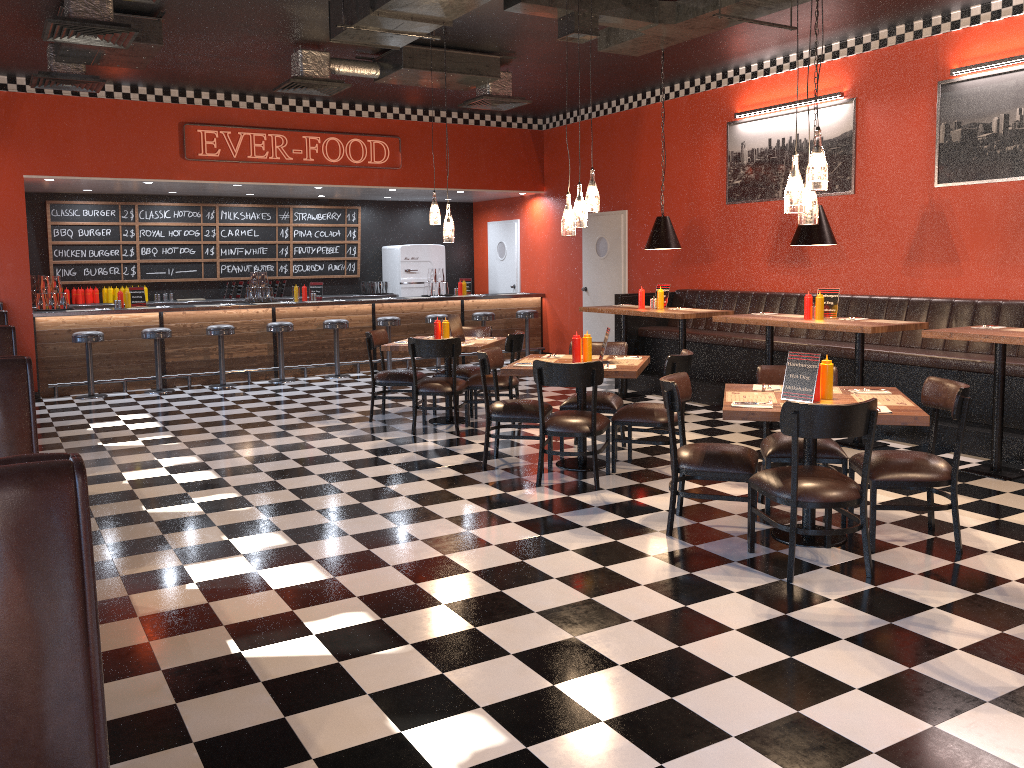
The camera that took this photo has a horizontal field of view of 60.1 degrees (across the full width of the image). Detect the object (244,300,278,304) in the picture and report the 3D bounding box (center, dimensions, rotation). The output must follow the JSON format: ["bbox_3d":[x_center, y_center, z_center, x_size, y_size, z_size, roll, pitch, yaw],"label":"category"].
[{"bbox_3d":[-3.422,-1.117,12.071,0.437,0.018,0.274,-6,9,-30],"label":"object"}]

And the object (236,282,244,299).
[{"bbox_3d":[-4.172,-1.438,13.568,0.072,0.256,0.189,-5,8,-35],"label":"object"}]

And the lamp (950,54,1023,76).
[{"bbox_3d":[4.258,-2.662,7.199,0.081,0.056,1.449,-5,9,-30],"label":"lamp"}]

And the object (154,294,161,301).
[{"bbox_3d":[-5.208,-1.283,13.007,0.093,0.135,0.047,0,6,4],"label":"object"}]

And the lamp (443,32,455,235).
[{"bbox_3d":[-0.615,-2.381,8.365,0.109,1.957,0.108,-6,8,-43],"label":"lamp"}]

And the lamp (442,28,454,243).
[{"bbox_3d":[-0.610,-2.305,8.248,0.108,1.957,0.109,1,6,16],"label":"lamp"}]

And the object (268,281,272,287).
[{"bbox_3d":[-3.787,-1.476,13.796,0.072,0.256,0.189,-4,7,-25],"label":"object"}]

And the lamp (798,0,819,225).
[{"bbox_3d":[1.585,-1.833,4.691,0.108,1.957,0.109,-3,6,-19],"label":"lamp"}]

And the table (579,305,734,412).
[{"bbox_3d":[1.489,-0.300,9.414,0.697,0.995,1.698,-5,8,-30],"label":"table"}]

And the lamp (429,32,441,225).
[{"bbox_3d":[-0.747,-2.489,8.344,0.108,1.957,0.109,-5,7,-39],"label":"lamp"}]

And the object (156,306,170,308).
[{"bbox_3d":[-4.392,-0.974,11.154,0.157,0.019,0.256,-5,9,-25],"label":"object"}]

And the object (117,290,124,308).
[{"bbox_3d":[-4.909,-1.071,11.110,0.068,0.237,0.068,-4,7,-29],"label":"object"}]

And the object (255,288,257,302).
[{"bbox_3d":[-3.468,-1.217,12.091,0.105,0.208,0.106,1,6,14],"label":"object"}]

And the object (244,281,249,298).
[{"bbox_3d":[-4.076,-1.448,13.625,0.072,0.256,0.189,-4,7,-25],"label":"object"}]

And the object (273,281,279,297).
[{"bbox_3d":[-3.689,-1.485,13.852,0.074,0.256,0.190,-4,7,-28],"label":"object"}]

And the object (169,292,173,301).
[{"bbox_3d":[-5.029,-1.295,13.074,0.047,0.135,0.094,-5,8,-35],"label":"object"}]

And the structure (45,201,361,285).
[{"bbox_3d":[-4.449,-2.136,13.378,4.549,1.141,0.201,-5,7,-30],"label":"structure"}]

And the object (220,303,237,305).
[{"bbox_3d":[-3.715,-1.044,11.579,0.158,0.019,0.256,-6,10,-34],"label":"object"}]

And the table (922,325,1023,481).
[{"bbox_3d":[3.648,0.182,5.791,0.697,0.995,1.698,-5,8,-30],"label":"table"}]

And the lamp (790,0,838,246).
[{"bbox_3d":[2.532,-2.185,7.386,0.382,2.035,0.383,0,6,11],"label":"lamp"}]

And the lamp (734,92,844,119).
[{"bbox_3d":[2.921,-2.961,9.443,0.081,0.056,1.449,-5,9,-30],"label":"lamp"}]

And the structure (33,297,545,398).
[{"bbox_3d":[-2.518,-0.552,12.099,7.051,1.035,0.216,-6,7,-30],"label":"structure"}]

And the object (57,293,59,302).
[{"bbox_3d":[-6.295,-1.224,12.329,0.068,0.237,0.068,3,7,36],"label":"object"}]

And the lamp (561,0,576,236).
[{"bbox_3d":[0.404,-2.062,6.425,0.108,1.957,0.109,-3,6,-19],"label":"lamp"}]

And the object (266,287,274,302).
[{"bbox_3d":[-3.297,-1.214,12.058,0.105,0.208,0.106,1,6,14],"label":"object"}]

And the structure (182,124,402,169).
[{"bbox_3d":[-2.798,-3.090,11.605,2.879,0.437,0.122,-6,7,-30],"label":"structure"}]

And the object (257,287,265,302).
[{"bbox_3d":[-3.406,-1.205,12.002,0.105,0.208,0.106,1,6,14],"label":"object"}]

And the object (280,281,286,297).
[{"bbox_3d":[-3.594,-1.495,13.909,0.072,0.256,0.189,-4,7,-25],"label":"object"}]

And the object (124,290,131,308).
[{"bbox_3d":[-4.809,-1.069,11.086,0.068,0.237,0.068,-4,7,-29],"label":"object"}]

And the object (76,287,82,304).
[{"bbox_3d":[-6.069,-1.240,12.419,0.068,0.237,0.068,3,7,36],"label":"object"}]

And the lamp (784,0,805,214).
[{"bbox_3d":[1.486,-1.880,4.611,0.108,1.957,0.109,4,7,41],"label":"lamp"}]

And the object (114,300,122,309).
[{"bbox_3d":[-4.891,-1.002,10.991,0.093,0.135,0.047,0,6,4],"label":"object"}]

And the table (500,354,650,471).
[{"bbox_3d":[0.505,0.219,6.641,0.960,0.770,0.961,1,7,14],"label":"table"}]

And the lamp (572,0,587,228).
[{"bbox_3d":[0.478,-2.107,6.322,0.108,1.957,0.109,0,6,11],"label":"lamp"}]

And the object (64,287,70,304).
[{"bbox_3d":[-6.219,-1.232,12.381,0.068,0.237,0.068,-2,6,-14],"label":"object"}]

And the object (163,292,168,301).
[{"bbox_3d":[-5.115,-1.293,13.071,0.047,0.135,0.094,1,7,14],"label":"object"}]

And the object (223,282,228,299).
[{"bbox_3d":[-4.350,-1.422,13.468,0.070,0.257,0.190,-3,7,-23],"label":"object"}]

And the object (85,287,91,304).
[{"bbox_3d":[-5.981,-1.251,12.491,0.068,0.237,0.068,-4,6,-28],"label":"object"}]

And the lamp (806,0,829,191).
[{"bbox_3d":[1.568,-1.978,4.500,0.108,1.957,0.109,1,6,16],"label":"lamp"}]

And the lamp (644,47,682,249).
[{"bbox_3d":[1.543,-2.406,9.046,0.382,2.035,0.383,0,6,11],"label":"lamp"}]

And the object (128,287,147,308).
[{"bbox_3d":[-4.761,-1.105,11.267,0.189,0.256,0.072,-6,8,-40],"label":"object"}]

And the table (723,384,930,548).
[{"bbox_3d":[1.648,0.458,4.836,0.960,0.770,0.961,1,7,14],"label":"table"}]

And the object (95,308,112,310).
[{"bbox_3d":[-4.980,-0.914,10.789,0.158,0.019,0.256,-6,10,-34],"label":"object"}]

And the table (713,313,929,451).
[{"bbox_3d":[2.571,-0.058,7.598,0.697,0.995,1.698,-5,8,-30],"label":"table"}]

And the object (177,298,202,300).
[{"bbox_3d":[-4.788,-1.265,13.203,0.366,0.001,0.262,-5,9,-29],"label":"object"}]

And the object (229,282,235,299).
[{"bbox_3d":[-4.268,-1.429,13.510,0.073,0.259,0.193,-4,7,-28],"label":"object"}]

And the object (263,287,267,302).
[{"bbox_3d":[-3.366,-1.227,12.152,0.105,0.208,0.106,1,6,14],"label":"object"}]

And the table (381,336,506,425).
[{"bbox_3d":[-0.611,-0.025,8.486,0.956,0.770,0.965,1,7,14],"label":"table"}]

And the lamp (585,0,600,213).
[{"bbox_3d":[0.577,-2.232,6.394,0.108,1.957,0.109,3,6,31],"label":"lamp"}]

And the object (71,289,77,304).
[{"bbox_3d":[-6.158,-1.245,12.465,0.068,0.237,0.068,-4,6,-28],"label":"object"}]
